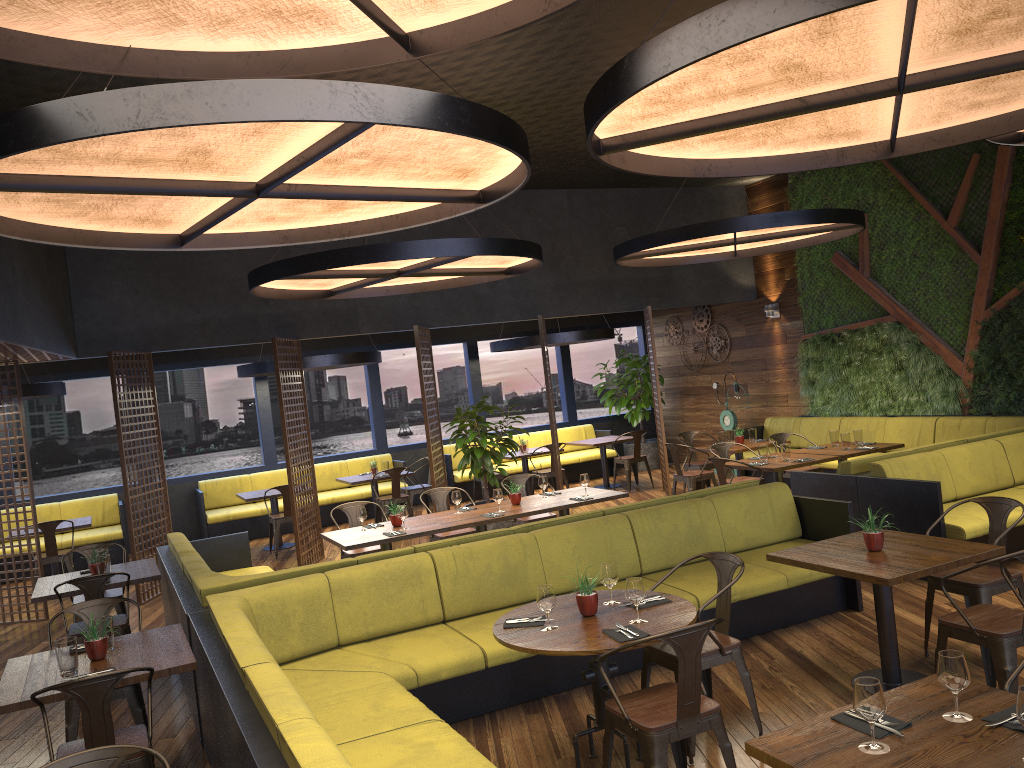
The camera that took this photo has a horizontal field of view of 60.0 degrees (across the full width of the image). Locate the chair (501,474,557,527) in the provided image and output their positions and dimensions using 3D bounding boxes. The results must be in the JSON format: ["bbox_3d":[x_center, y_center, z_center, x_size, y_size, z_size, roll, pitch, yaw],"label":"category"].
[{"bbox_3d":[0.211,1.410,9.214,0.504,0.917,0.541,-7,1,-25],"label":"chair"}]

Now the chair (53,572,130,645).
[{"bbox_3d":[-3.025,1.812,6.491,0.504,0.917,0.541,-7,1,-25],"label":"chair"}]

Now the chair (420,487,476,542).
[{"bbox_3d":[-0.600,1.506,8.833,0.504,0.917,0.541,-7,1,-25],"label":"chair"}]

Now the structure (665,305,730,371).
[{"bbox_3d":[3.181,-0.815,15.441,0.058,1.178,1.791,-7,1,-25],"label":"structure"}]

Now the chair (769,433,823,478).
[{"bbox_3d":[3.357,1.039,10.428,0.504,0.917,0.541,-7,1,-25],"label":"chair"}]

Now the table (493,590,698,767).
[{"bbox_3d":[0.447,1.530,4.395,1.007,0.760,1.007,-6,1,12],"label":"table"}]

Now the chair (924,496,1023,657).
[{"bbox_3d":[2.801,1.173,5.321,0.541,0.917,0.504,-7,1,-25],"label":"chair"}]

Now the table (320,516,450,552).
[{"bbox_3d":[-1.084,1.656,7.748,0.906,0.763,0.887,-7,1,-25],"label":"table"}]

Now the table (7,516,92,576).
[{"bbox_3d":[-5.609,2.121,10.892,0.887,0.763,0.906,-7,1,-25],"label":"table"}]

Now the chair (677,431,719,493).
[{"bbox_3d":[2.570,1.105,12.015,0.504,0.917,0.541,-7,1,-25],"label":"chair"}]

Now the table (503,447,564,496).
[{"bbox_3d":[0.238,1.424,13.647,0.906,0.763,0.887,-7,1,-25],"label":"table"}]

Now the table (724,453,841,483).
[{"bbox_3d":[2.865,1.187,9.438,0.887,0.763,0.906,-7,1,-25],"label":"table"}]

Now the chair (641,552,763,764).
[{"bbox_3d":[0.974,1.388,4.650,0.541,0.917,0.504,-7,1,-25],"label":"chair"}]

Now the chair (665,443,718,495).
[{"bbox_3d":[2.231,1.157,11.030,0.541,0.917,0.504,-7,1,-25],"label":"chair"}]

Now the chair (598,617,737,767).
[{"bbox_3d":[0.670,1.434,3.822,0.504,0.917,0.541,-7,1,-25],"label":"chair"}]

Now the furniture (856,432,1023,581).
[{"bbox_3d":[5.440,0.867,6.236,3.372,0.914,4.503,-7,1,-25],"label":"furniture"}]

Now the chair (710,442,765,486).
[{"bbox_3d":[2.576,1.132,10.061,0.504,0.917,0.541,-7,1,-25],"label":"chair"}]

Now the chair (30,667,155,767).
[{"bbox_3d":[-1.863,1.716,4.047,0.504,0.917,0.541,-7,1,-25],"label":"chair"}]

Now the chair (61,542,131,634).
[{"bbox_3d":[-3.542,1.855,7.602,0.504,0.917,0.541,-7,1,-25],"label":"chair"}]

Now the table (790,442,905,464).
[{"bbox_3d":[3.705,1.088,9.833,0.887,0.763,0.906,-7,1,-25],"label":"table"}]

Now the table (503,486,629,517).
[{"bbox_3d":[0.543,1.462,8.519,0.906,0.763,0.887,-7,1,-25],"label":"table"}]

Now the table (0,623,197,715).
[{"bbox_3d":[-2.111,1.815,4.616,0.887,0.763,0.906,-7,1,-25],"label":"table"}]

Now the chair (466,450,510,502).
[{"bbox_3d":[-0.371,1.416,13.413,0.541,0.917,0.504,-7,1,-25],"label":"chair"}]

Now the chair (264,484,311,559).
[{"bbox_3d":[-2.893,1.728,11.401,0.504,0.917,0.541,-7,1,-25],"label":"chair"}]

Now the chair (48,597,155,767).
[{"bbox_3d":[-2.388,1.759,5.177,0.504,0.917,0.541,-7,1,-25],"label":"chair"}]

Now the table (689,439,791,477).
[{"bbox_3d":[2.944,1.152,11.341,0.887,0.763,0.906,-7,1,-25],"label":"table"}]

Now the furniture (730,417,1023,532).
[{"bbox_3d":[3.486,1.027,10.437,3.378,0.916,4.755,-7,1,-25],"label":"furniture"}]

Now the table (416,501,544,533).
[{"bbox_3d":[-0.269,1.559,8.132,0.906,0.763,0.887,-7,1,-25],"label":"table"}]

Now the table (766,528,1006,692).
[{"bbox_3d":[2.147,1.330,5.072,0.887,0.763,0.906,-7,1,-25],"label":"table"}]

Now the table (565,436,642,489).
[{"bbox_3d":[1.498,1.274,14.235,0.887,0.763,0.906,-7,1,-25],"label":"table"}]

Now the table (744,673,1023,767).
[{"bbox_3d":[1.374,1.451,2.615,0.906,0.763,0.887,-7,1,-25],"label":"table"}]

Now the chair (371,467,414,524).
[{"bbox_3d":[-1.607,1.575,12.006,0.504,0.917,0.541,-7,1,-25],"label":"chair"}]

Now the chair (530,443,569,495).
[{"bbox_3d":[0.556,1.317,13.023,0.504,0.917,0.541,-7,1,-25],"label":"chair"}]

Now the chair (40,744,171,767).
[{"bbox_3d":[-1.263,1.667,2.725,0.504,0.917,0.541,-7,1,-25],"label":"chair"}]

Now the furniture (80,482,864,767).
[{"bbox_3d":[0.405,1.446,5.351,4.895,0.914,7.462,-7,1,-30],"label":"furniture"}]

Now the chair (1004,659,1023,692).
[{"bbox_3d":[1.950,1.303,2.918,0.541,0.917,0.504,-7,1,-25],"label":"chair"}]

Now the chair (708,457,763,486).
[{"bbox_3d":[2.346,1.171,9.115,0.541,0.917,0.504,-7,1,-25],"label":"chair"}]

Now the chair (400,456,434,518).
[{"bbox_3d":[-1.350,1.534,12.885,0.541,0.917,0.504,-7,1,-25],"label":"chair"}]

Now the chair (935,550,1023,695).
[{"bbox_3d":[2.448,1.225,4.439,0.504,0.917,0.541,-7,1,-25],"label":"chair"}]

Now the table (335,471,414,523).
[{"bbox_3d":[-1.921,1.681,12.631,0.906,0.763,0.887,-7,1,-25],"label":"table"}]

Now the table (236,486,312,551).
[{"bbox_3d":[-3.180,1.831,12.034,0.887,0.763,0.906,-7,1,-25],"label":"table"}]

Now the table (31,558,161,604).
[{"bbox_3d":[-3.255,1.910,7.060,0.887,0.763,0.906,-7,1,-25],"label":"table"}]

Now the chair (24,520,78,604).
[{"bbox_3d":[-5.307,2.016,10.265,0.504,0.917,0.541,-7,1,-25],"label":"chair"}]

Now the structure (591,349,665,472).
[{"bbox_3d":[2.240,0.452,15.884,1.493,2.184,1.272,-7,1,-25],"label":"structure"}]

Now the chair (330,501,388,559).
[{"bbox_3d":[-1.415,1.603,8.449,0.504,0.917,0.541,-7,1,-25],"label":"chair"}]

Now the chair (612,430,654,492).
[{"bbox_3d":[1.842,1.164,13.628,0.504,0.917,0.541,-7,1,-25],"label":"chair"}]
